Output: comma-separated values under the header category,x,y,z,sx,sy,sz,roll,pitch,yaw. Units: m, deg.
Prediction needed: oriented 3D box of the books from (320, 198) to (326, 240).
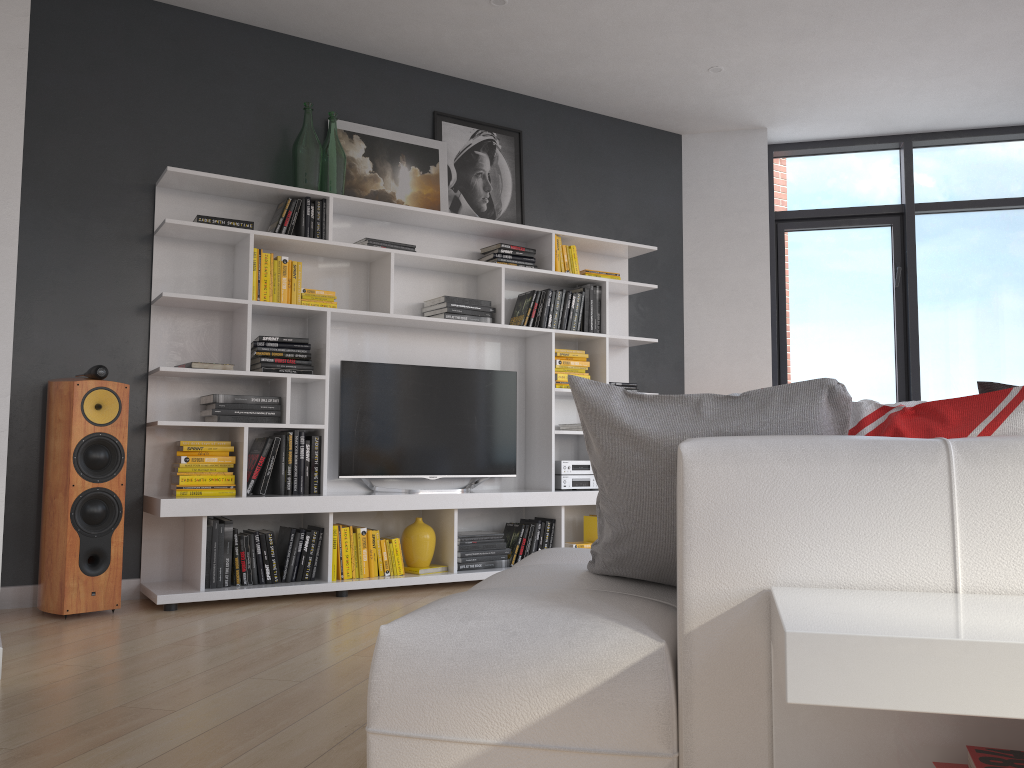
category,x,y,z,sx,sy,sz,roll,pitch,yaw
books,-1.022,-0.846,4.688,0.019,0.230,0.174,3,-6,-31

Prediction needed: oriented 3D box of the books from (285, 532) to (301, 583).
category,x,y,z,sx,sy,sz,roll,pitch,yaw
books,-1.106,0.852,4.393,0.069,0.242,0.172,3,-5,-30

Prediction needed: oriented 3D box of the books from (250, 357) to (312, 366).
category,x,y,z,sx,sy,sz,roll,pitch,yaw
books,-1.192,-0.108,4.550,0.266,0.030,0.209,3,-6,-33

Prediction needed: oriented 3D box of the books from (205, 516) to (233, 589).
category,x,y,z,sx,sy,sz,roll,pitch,yaw
books,-1.429,0.801,4.228,0.128,0.321,0.259,3,-6,-31

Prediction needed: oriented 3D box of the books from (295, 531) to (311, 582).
category,x,y,z,sx,sy,sz,roll,pitch,yaw
books,-1.069,0.853,4.430,0.071,0.243,0.179,3,-6,-32

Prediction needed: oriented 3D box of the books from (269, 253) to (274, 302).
category,x,y,z,sx,sy,sz,roll,pitch,yaw
books,-1.260,-0.523,4.542,0.015,0.263,0.199,3,-6,-31

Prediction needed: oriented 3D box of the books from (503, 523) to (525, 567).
category,x,y,z,sx,sy,sz,roll,pitch,yaw
books,-0.011,0.917,5.071,0.104,0.234,0.182,3,-6,-31

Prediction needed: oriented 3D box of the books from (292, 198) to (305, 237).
category,x,y,z,sx,sy,sz,roll,pitch,yaw
books,-1.116,-0.844,4.638,0.021,0.221,0.156,3,-6,-31

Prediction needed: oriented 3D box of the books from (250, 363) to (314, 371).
category,x,y,z,sx,sy,sz,roll,pitch,yaw
books,-1.177,-0.081,4.535,0.270,0.025,0.189,3,-6,-32

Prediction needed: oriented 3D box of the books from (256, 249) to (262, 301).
category,x,y,z,sx,sy,sz,roll,pitch,yaw
books,-1.312,-0.532,4.503,0.025,0.270,0.213,3,-6,-31

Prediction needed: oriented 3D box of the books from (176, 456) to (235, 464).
category,x,y,z,sx,sy,sz,roll,pitch,yaw
books,-1.503,0.372,4.347,0.250,0.035,0.185,3,-5,-28

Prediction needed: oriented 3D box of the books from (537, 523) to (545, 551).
category,x,y,z,sx,sy,sz,roll,pitch,yaw
books,0.117,0.921,5.147,0.068,0.243,0.179,3,-6,-33

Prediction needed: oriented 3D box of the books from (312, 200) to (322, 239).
category,x,y,z,sx,sy,sz,roll,pitch,yaw
books,-1.050,-0.840,4.679,0.038,0.218,0.169,3,-6,-31

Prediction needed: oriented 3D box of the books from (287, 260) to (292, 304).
category,x,y,z,sx,sy,sz,roll,pitch,yaw
books,-1.177,-0.509,4.589,0.023,0.239,0.169,3,-6,-31

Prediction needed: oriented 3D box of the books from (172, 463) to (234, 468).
category,x,y,z,sx,sy,sz,roll,pitch,yaw
books,-1.513,0.398,4.341,0.251,0.019,0.180,3,-6,-31

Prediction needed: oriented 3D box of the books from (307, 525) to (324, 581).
category,x,y,z,sx,sy,sz,roll,pitch,yaw
books,-1.014,0.850,4.478,0.066,0.260,0.197,3,-6,-31

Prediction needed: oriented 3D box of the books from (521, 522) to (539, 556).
category,x,y,z,sx,sy,sz,roll,pitch,yaw
books,0.085,0.918,5.104,0.069,0.242,0.172,3,-5,-30

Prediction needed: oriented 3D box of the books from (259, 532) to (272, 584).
category,x,y,z,sx,sy,sz,roll,pitch,yaw
books,-1.226,0.845,4.326,0.066,0.242,0.177,3,-6,-31

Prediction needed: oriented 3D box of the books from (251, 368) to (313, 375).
category,x,y,z,sx,sy,sz,roll,pitch,yaw
books,-1.177,-0.056,4.531,0.263,0.026,0.189,3,-6,-33

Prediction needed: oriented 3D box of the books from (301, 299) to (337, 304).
category,x,y,z,sx,sy,sz,roll,pitch,yaw
books,-1.036,-0.423,4.656,0.196,0.011,0.148,3,-6,-31

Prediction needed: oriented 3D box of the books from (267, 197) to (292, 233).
category,x,y,z,sx,sy,sz,roll,pitch,yaw
books,-1.212,-0.847,4.586,0.096,0.213,0.166,3,-6,-33

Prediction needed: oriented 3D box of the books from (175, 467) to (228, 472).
category,x,y,z,sx,sy,sz,roll,pitch,yaw
books,-1.514,0.417,4.317,0.228,0.024,0.152,3,-5,-27

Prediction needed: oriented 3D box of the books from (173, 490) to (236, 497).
category,x,y,z,sx,sy,sz,roll,pitch,yaw
books,-1.499,0.527,4.309,0.270,0.029,0.204,3,-5,-26

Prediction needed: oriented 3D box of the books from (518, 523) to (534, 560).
category,x,y,z,sx,sy,sz,roll,pitch,yaw
books,0.049,0.920,5.097,0.081,0.233,0.169,3,-6,-32

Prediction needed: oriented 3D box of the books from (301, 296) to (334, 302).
category,x,y,z,sx,sy,sz,roll,pitch,yaw
books,-1.030,-0.438,4.638,0.169,0.018,0.113,3,-5,-30

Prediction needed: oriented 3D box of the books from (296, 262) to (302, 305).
category,x,y,z,sx,sy,sz,roll,pitch,yaw
books,-1.134,-0.504,4.615,0.024,0.234,0.172,3,-6,-31

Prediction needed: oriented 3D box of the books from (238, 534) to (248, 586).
category,x,y,z,sx,sy,sz,roll,pitch,yaw
books,-1.321,0.843,4.280,0.053,0.240,0.189,3,-6,-31

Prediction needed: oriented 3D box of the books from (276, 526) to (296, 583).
category,x,y,z,sx,sy,sz,roll,pitch,yaw
books,-1.139,0.843,4.406,0.066,0.260,0.197,3,-6,-31

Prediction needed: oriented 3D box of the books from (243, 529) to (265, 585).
category,x,y,z,sx,sy,sz,roll,pitch,yaw
books,-1.255,0.839,4.317,0.066,0.255,0.193,3,-6,-32

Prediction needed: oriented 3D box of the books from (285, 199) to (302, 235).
category,x,y,z,sx,sy,sz,roll,pitch,yaw
books,-1.157,-0.844,4.611,0.074,0.212,0.154,3,-6,-32

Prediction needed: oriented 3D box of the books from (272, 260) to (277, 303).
category,x,y,z,sx,sy,sz,roll,pitch,yaw
books,-1.234,-0.507,4.533,0.024,0.229,0.156,3,-6,-31

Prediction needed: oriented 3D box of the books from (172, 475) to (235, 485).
category,x,y,z,sx,sy,sz,roll,pitch,yaw
books,-1.508,0.466,4.325,0.255,0.044,0.198,3,-6,-31

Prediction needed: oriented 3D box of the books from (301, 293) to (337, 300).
category,x,y,z,sx,sy,sz,roll,pitch,yaw
books,-1.033,-0.452,4.655,0.187,0.014,0.134,3,-6,-31

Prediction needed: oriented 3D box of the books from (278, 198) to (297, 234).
category,x,y,z,sx,sy,sz,roll,pitch,yaw
books,-1.187,-0.844,4.607,0.087,0.214,0.171,3,-6,-31

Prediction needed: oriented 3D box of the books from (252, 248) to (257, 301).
category,x,y,z,sx,sy,sz,roll,pitch,yaw
books,-1.331,-0.534,4.481,0.029,0.270,0.204,3,-6,-31

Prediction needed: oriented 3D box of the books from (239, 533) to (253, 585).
category,x,y,z,sx,sy,sz,roll,pitch,yaw
books,-1.297,0.845,4.287,0.049,0.236,0.170,3,-6,-31

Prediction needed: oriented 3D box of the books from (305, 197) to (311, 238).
category,x,y,z,sx,sy,sz,roll,pitch,yaw
books,-1.098,-0.849,4.655,0.025,0.232,0.176,3,-6,-31

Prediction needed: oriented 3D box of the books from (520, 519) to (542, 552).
category,x,y,z,sx,sy,sz,roll,pitch,yaw
books,0.091,0.913,5.139,0.075,0.254,0.192,3,-6,-32

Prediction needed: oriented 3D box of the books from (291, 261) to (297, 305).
category,x,y,z,sx,sy,sz,roll,pitch,yaw
books,-1.154,-0.505,4.598,0.024,0.234,0.172,3,-6,-31

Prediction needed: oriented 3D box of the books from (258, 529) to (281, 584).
category,x,y,z,sx,sy,sz,roll,pitch,yaw
books,-1.198,0.843,4.347,0.083,0.249,0.191,3,-6,-31

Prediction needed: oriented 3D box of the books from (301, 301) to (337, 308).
category,x,y,z,sx,sy,sz,roll,pitch,yaw
books,-1.035,-0.400,4.650,0.190,0.033,0.147,3,-6,-31

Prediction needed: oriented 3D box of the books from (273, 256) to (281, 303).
category,x,y,z,sx,sy,sz,roll,pitch,yaw
books,-1.225,-0.517,4.560,0.019,0.251,0.180,3,-6,-31

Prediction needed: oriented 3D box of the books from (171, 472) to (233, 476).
category,x,y,z,sx,sy,sz,roll,pitch,yaw
books,-1.517,0.438,4.338,0.263,0.015,0.198,3,-5,-28

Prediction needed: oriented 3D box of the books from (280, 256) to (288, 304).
category,x,y,z,sx,sy,sz,roll,pitch,yaw
books,-1.201,-0.516,4.572,0.035,0.250,0.185,3,-6,-31

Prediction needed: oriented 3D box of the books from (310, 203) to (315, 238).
category,x,y,z,sx,sy,sz,roll,pitch,yaw
books,-1.074,-0.834,4.662,0.021,0.200,0.147,3,-6,-31

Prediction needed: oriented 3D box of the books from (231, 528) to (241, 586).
category,x,y,z,sx,sy,sz,roll,pitch,yaw
books,-1.350,0.827,4.268,0.053,0.268,0.202,3,-6,-32

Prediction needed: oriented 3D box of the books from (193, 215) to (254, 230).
category,x,y,z,sx,sy,sz,roll,pitch,yaw
books,-1.445,-0.779,4.420,0.268,0.046,0.208,3,-5,-28

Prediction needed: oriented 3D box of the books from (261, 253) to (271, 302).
category,x,y,z,sx,sy,sz,roll,pitch,yaw
books,-1.285,-0.523,4.525,0.044,0.255,0.198,3,-6,-31

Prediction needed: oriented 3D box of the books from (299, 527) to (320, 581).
category,x,y,z,sx,sy,sz,roll,pitch,yaw
books,-1.043,0.853,4.459,0.084,0.249,0.191,3,-6,-31

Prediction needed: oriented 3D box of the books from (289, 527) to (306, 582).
category,x,y,z,sx,sy,sz,roll,pitch,yaw
books,-1.098,0.848,4.428,0.075,0.254,0.192,3,-6,-32

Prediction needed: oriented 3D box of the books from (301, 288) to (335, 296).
category,x,y,z,sx,sy,sz,roll,pitch,yaw
books,-1.042,-0.471,4.666,0.186,0.026,0.138,3,-6,-31

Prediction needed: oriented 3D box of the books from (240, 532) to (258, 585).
category,x,y,z,sx,sy,sz,roll,pitch,yaw
books,-1.274,0.842,4.292,0.050,0.242,0.169,3,-6,-32
